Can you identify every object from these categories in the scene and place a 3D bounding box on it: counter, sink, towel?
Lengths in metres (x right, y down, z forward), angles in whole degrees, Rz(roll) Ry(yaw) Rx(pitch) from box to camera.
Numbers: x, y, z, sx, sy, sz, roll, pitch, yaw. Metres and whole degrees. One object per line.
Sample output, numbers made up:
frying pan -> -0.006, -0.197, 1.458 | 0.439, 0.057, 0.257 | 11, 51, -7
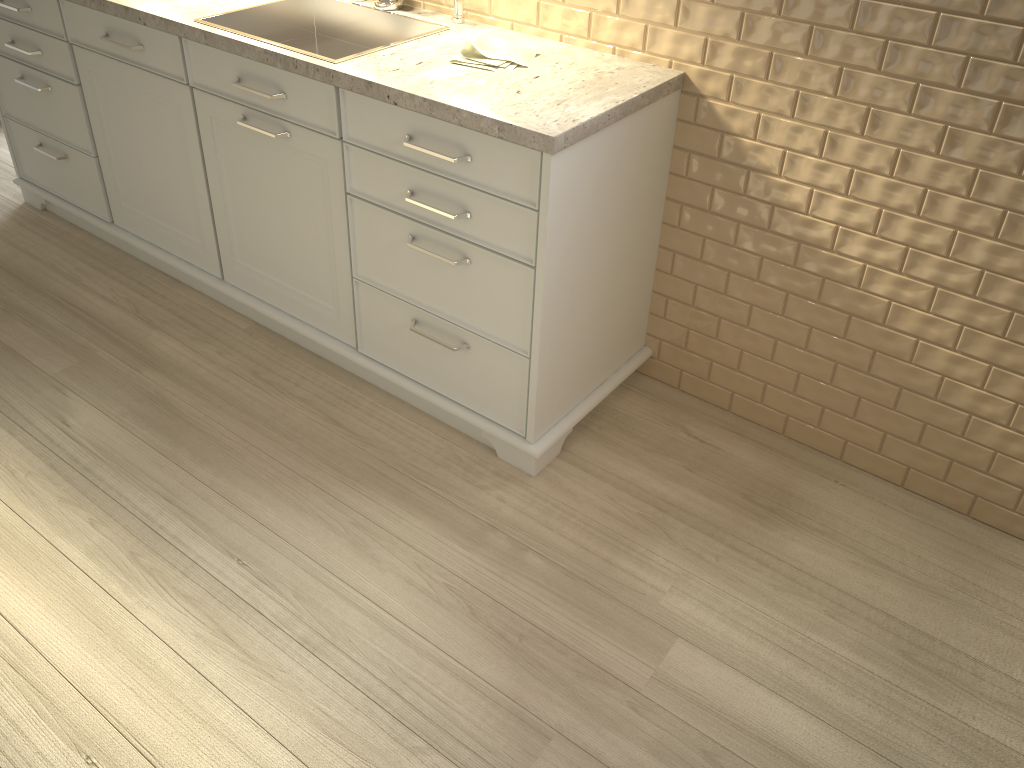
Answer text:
counter -> -0.648, -0.975, 2.300 | 2.226, 0.034, 0.534 | 26, 42, 29
sink -> -0.463, -0.703, 2.242 | 0.491, 0.401, 0.388 | 25, 41, 28
towel -> -0.032, -0.730, 1.941 | 0.165, 0.049, 0.176 | 15, 38, 17

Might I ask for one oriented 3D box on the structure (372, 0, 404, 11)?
structure -> -0.341, -1.070, 2.146 | 0.214, 0.325, 0.144 | -27, 45, -36

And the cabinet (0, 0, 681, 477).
cabinet -> -0.629, -0.670, 2.543 | 2.248, 0.767, 0.651 | 26, 41, 29

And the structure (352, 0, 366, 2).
structure -> -0.399, -1.085, 2.306 | 0.043, 0.157, 0.058 | 24, 40, 28

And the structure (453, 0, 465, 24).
structure -> -0.131, -0.919, 2.181 | 0.029, 0.054, 0.030 | 3, 35, 0
